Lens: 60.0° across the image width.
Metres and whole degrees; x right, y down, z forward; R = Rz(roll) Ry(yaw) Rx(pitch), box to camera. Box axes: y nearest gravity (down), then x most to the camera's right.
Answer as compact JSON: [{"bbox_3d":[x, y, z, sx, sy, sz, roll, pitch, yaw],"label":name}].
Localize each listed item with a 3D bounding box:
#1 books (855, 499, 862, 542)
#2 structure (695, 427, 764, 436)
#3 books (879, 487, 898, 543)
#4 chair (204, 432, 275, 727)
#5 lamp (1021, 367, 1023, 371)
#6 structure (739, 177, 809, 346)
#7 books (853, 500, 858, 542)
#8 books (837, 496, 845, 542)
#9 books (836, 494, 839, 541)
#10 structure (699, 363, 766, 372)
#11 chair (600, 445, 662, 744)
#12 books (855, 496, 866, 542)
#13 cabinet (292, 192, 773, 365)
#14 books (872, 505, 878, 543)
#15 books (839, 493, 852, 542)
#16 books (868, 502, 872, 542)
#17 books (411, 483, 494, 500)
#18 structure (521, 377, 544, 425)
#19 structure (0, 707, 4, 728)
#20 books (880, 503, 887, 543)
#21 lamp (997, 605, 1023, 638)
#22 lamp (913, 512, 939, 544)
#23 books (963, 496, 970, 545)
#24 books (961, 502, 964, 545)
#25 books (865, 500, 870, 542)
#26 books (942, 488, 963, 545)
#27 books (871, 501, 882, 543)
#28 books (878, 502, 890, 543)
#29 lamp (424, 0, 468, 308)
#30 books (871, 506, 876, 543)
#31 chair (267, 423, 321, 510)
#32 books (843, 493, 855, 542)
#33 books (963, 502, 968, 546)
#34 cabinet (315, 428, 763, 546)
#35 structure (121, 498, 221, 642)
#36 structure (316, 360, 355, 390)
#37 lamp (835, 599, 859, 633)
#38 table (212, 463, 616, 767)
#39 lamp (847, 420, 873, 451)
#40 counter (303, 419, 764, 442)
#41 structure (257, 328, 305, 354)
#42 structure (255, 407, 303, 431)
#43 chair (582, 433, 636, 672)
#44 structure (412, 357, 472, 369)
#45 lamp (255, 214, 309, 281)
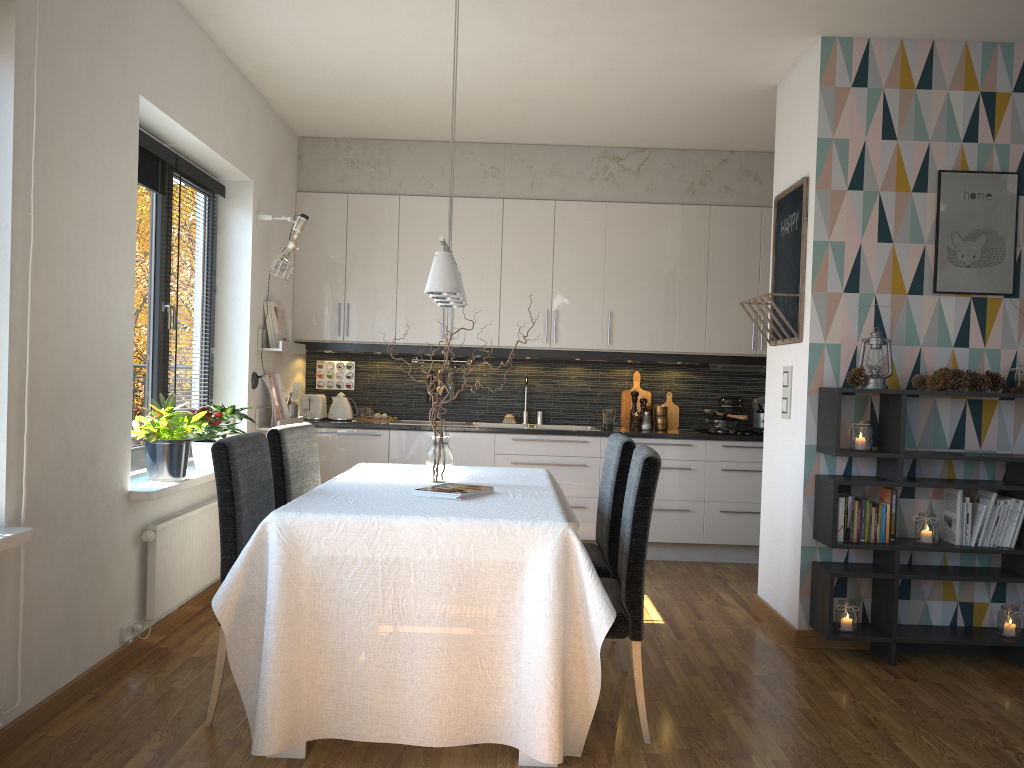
[{"bbox_3d":[1.529,0.606,3.961,0.015,0.181,0.116,2,1,0],"label":"books"},{"bbox_3d":[1.652,0.331,6.182,0.662,0.041,0.500,2,0,0],"label":"structure"},{"bbox_3d":[1.679,0.583,3.964,0.029,0.236,0.127,2,1,0],"label":"books"},{"bbox_3d":[-0.750,0.668,3.158,0.545,0.960,0.461,2,1,0],"label":"chair"},{"bbox_3d":[2.292,-0.020,3.871,0.106,0.131,0.098,2,1,13],"label":"lamp"},{"bbox_3d":[1.283,-0.586,4.382,0.185,0.775,0.495,2,1,0],"label":"structure"},{"bbox_3d":[1.514,0.605,3.959,0.015,0.181,0.116,2,1,0],"label":"books"},{"bbox_3d":[1.447,0.596,3.962,0.025,0.195,0.126,2,1,0],"label":"books"},{"bbox_3d":[1.419,0.587,3.966,0.029,0.209,0.127,2,1,0],"label":"books"},{"bbox_3d":[1.678,-0.160,6.306,0.623,0.148,0.362,2,0,0],"label":"structure"},{"bbox_3d":[0.235,0.701,3.158,0.544,0.960,0.461,2,1,5],"label":"chair"},{"bbox_3d":[1.548,0.603,3.967,0.021,0.187,0.121,2,1,0],"label":"books"},{"bbox_3d":[0.630,-0.703,6.249,4.235,1.070,0.458,2,1,0],"label":"cabinet"},{"bbox_3d":[1.604,0.621,3.954,0.013,0.155,0.100,2,1,0],"label":"books"},{"bbox_3d":[1.476,0.594,3.964,0.032,0.200,0.123,2,1,0],"label":"books"},{"bbox_3d":[1.579,0.610,3.958,0.012,0.174,0.099,2,1,0],"label":"books"},{"bbox_3d":[-0.213,0.394,3.265,0.204,0.022,0.278,2,0,27],"label":"books"},{"bbox_3d":[0.162,0.122,6.387,0.167,0.347,0.195,2,1,-8],"label":"structure"},{"bbox_3d":[-1.501,0.825,1.937,0.078,0.459,1.457,2,0,-1],"label":"structure"},{"bbox_3d":[1.636,0.617,3.949,0.022,0.165,0.096,2,1,0],"label":"books"},{"bbox_3d":[2.210,1.054,3.936,0.098,0.131,0.106,2,1,2],"label":"lamp"},{"bbox_3d":[1.835,0.639,3.928,0.098,0.131,0.106,2,1,35],"label":"lamp"},{"bbox_3d":[2.008,0.606,3.969,0.010,0.212,0.118,2,1,0],"label":"books"},{"bbox_3d":[1.986,0.617,3.969,0.011,0.189,0.119,2,1,0],"label":"books"},{"bbox_3d":[1.565,0.607,3.966,0.015,0.181,0.116,2,1,0],"label":"books"},{"bbox_3d":[1.971,0.588,3.969,0.021,0.246,0.130,2,1,0],"label":"books"},{"bbox_3d":[1.618,0.615,3.955,0.014,0.170,0.109,2,1,0],"label":"books"},{"bbox_3d":[1.654,0.615,3.949,0.012,0.170,0.096,2,1,0],"label":"books"},{"bbox_3d":[-0.234,-0.973,3.507,0.131,1.285,0.759,2,1,0],"label":"lamp"},{"bbox_3d":[1.591,0.620,3.953,0.013,0.155,0.100,2,1,0],"label":"books"},{"bbox_3d":[-0.749,0.664,3.862,0.544,0.960,0.461,2,1,5],"label":"chair"},{"bbox_3d":[1.500,0.593,3.965,0.014,0.203,0.115,2,1,0],"label":"books"},{"bbox_3d":[1.997,0.616,3.963,0.011,0.190,0.119,2,1,0],"label":"books"},{"bbox_3d":[0.586,0.699,5.913,4.223,0.690,0.040,2,1,0],"label":"cabinet"},{"bbox_3d":[-1.499,0.812,4.231,0.078,0.459,1.457,2,0,1],"label":"structure"},{"bbox_3d":[-1.291,-0.063,6.468,0.279,0.209,0.045,2,1,0],"label":"structure"},{"bbox_3d":[1.485,1.031,3.936,0.098,0.131,0.106,2,1,14],"label":"lamp"},{"bbox_3d":[-0.297,0.780,3.524,1.235,0.763,1.856,2,0,1],"label":"table"},{"bbox_3d":[1.538,0.228,3.921,0.106,0.131,0.098,2,1,13],"label":"lamp"},{"bbox_3d":[0.595,0.408,6.195,4.250,0.192,0.622,2,0,0],"label":"counter"},{"bbox_3d":[-1.431,-0.263,5.537,0.147,0.129,0.594,2,0,0],"label":"structure"},{"bbox_3d":[-1.446,0.210,5.546,0.147,0.129,0.594,2,0,0],"label":"structure"},{"bbox_3d":[0.236,0.697,3.861,0.545,0.960,0.461,2,1,0],"label":"chair"},{"bbox_3d":[-0.513,-0.153,6.454,0.443,0.081,0.067,2,1,0],"label":"structure"},{"bbox_3d":[-1.349,-0.800,5.176,0.312,0.395,0.131,2,1,5],"label":"lamp"}]
